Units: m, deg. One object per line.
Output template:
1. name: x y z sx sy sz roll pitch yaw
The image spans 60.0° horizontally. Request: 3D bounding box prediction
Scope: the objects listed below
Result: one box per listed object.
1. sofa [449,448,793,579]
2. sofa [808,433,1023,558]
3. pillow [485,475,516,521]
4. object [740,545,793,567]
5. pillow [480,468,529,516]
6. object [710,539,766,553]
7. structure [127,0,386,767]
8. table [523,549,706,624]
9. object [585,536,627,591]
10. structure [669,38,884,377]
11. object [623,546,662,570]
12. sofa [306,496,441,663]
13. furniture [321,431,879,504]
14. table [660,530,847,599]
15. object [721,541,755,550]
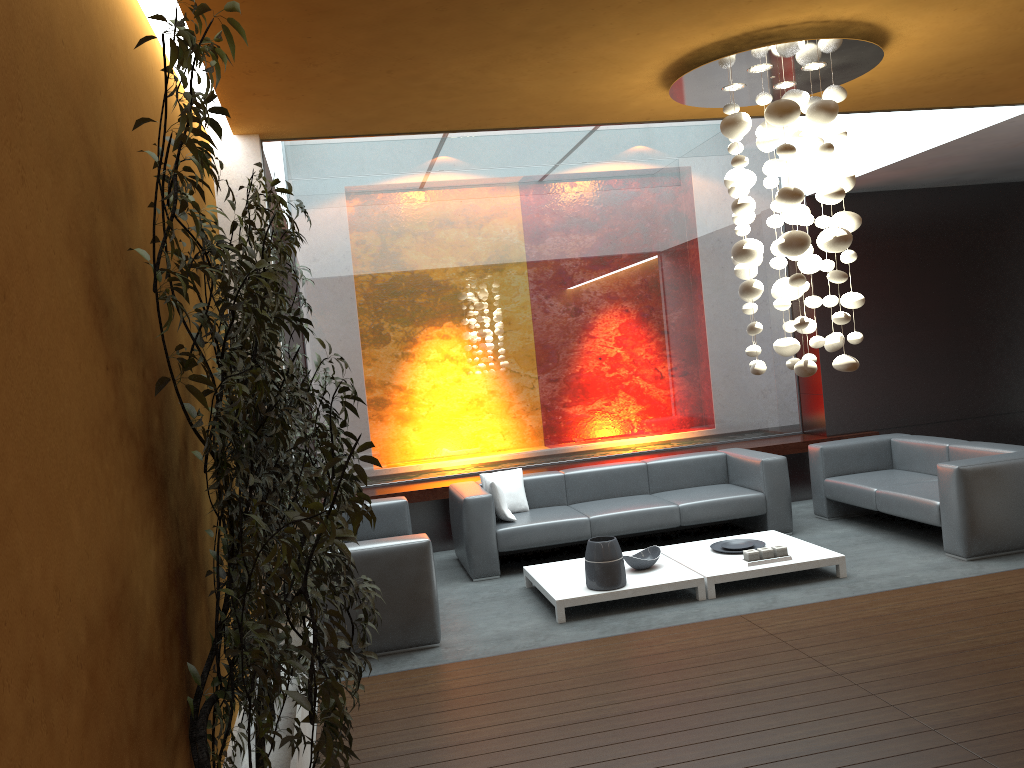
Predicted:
1. sofa: 0.898 1.044 7.549 2.781 0.652 0.943 -6 2 -11
2. sofa: 3.318 0.816 7.105 0.943 0.652 2.025 -6 2 -11
3. pillow: -0.109 0.931 7.214 0.186 0.358 0.376 -6 2 -12
4. object: 1.720 1.156 6.013 0.326 0.097 0.118 -6 2 -11
5. pillow: -0.065 0.917 7.497 0.376 0.361 0.169 -6 2 -13
6. object: 1.644 1.185 6.457 0.394 0.027 0.394 -6 2 6
7. structure: -0.853 0.170 3.236 0.622 2.483 3.166 -6 2 -12
8. table: 0.674 1.379 6.170 1.000 0.150 1.000 -6 2 -11
9. object: 0.604 1.166 5.798 0.265 0.309 0.265 -7 2 -39
10. structure: 1.342 -0.806 4.347 1.002 1.529 1.002 -4 2 37
11. object: 0.907 1.219 6.159 0.317 0.125 0.223 -7 2 -45
12. sofa: -1.095 1.281 6.227 0.943 0.652 2.025 -6 2 -11
13. furniture: 0.680 0.836 8.557 6.000 0.109 0.600 -6 2 -11
14. table: 1.666 1.275 6.367 1.000 0.150 1.000 -6 2 -11
15. object: 1.644 1.182 6.456 0.239 0.027 0.239 -7 2 -39
